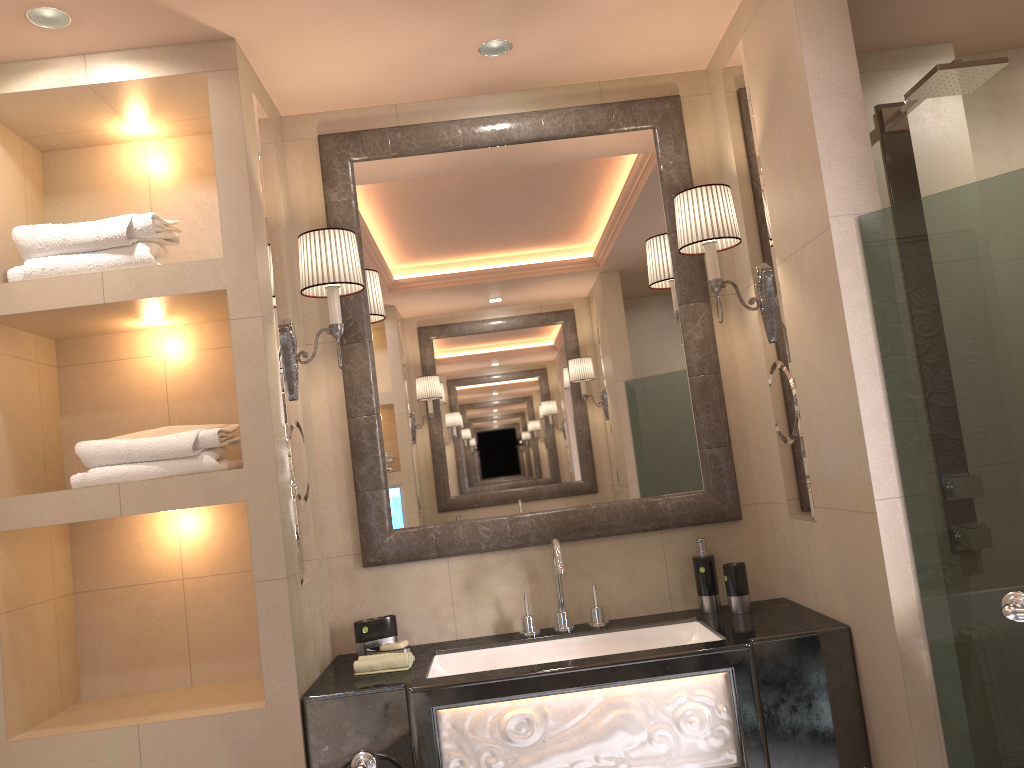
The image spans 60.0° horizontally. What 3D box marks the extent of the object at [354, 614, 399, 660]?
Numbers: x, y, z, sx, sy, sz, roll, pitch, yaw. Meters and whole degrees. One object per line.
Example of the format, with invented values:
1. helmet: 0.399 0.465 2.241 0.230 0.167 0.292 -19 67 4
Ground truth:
1. object: -0.382 0.715 2.506 0.124 0.104 0.038 -4 -6 -27

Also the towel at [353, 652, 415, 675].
1. towel: -0.335 0.724 2.311 0.149 0.039 0.096 -8 -6 5

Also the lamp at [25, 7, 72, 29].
1. lamp: -1.082 -0.885 2.066 0.097 0.069 0.097 -4 -6 -25

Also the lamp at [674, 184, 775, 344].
1. lamp: 0.584 -0.319 2.464 0.223 0.444 0.174 -7 -6 -2

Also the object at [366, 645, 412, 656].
1. object: -0.335 0.735 2.415 0.133 0.035 0.080 -9 -6 16

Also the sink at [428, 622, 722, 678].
1. sink: 0.164 0.761 2.309 0.760 0.135 0.349 -7 -6 -2

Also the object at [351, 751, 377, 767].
1. object: -0.337 0.971 2.041 0.203 0.226 0.074 -7 -6 -2

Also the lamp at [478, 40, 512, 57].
1. lamp: -0.051 -0.972 2.482 0.097 0.069 0.097 -9 -6 15

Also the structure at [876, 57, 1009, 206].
1. structure: 1.211 -0.200 2.488 0.311 1.409 0.506 -6 -6 -12

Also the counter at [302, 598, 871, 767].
1. counter: 0.207 1.109 2.299 1.330 0.858 0.543 -7 -6 -2

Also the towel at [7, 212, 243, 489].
1. towel: -0.970 -0.245 0.863 0.517 0.726 3.195 -7 -6 -2

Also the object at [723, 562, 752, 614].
1. object: 0.632 0.572 2.488 0.063 0.134 0.063 -10 -6 31

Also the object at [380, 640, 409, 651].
1. object: -0.320 0.712 2.409 0.077 0.022 0.051 -9 -6 18

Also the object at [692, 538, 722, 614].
1. object: 0.559 0.551 2.558 0.063 0.208 0.063 -5 -6 -21

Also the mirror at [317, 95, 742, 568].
1. mirror: 0.043 -0.181 2.678 1.130 1.320 0.040 -7 -6 -2

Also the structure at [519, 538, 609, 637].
1. structure: 0.115 0.572 2.525 0.223 0.268 0.242 -11 -7 33

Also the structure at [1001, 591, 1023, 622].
1. structure: 1.113 0.416 1.623 0.415 0.061 0.074 -12 -8 43

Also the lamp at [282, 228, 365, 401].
1. lamp: -0.509 -0.187 2.429 0.223 0.444 0.174 -7 -6 -2
